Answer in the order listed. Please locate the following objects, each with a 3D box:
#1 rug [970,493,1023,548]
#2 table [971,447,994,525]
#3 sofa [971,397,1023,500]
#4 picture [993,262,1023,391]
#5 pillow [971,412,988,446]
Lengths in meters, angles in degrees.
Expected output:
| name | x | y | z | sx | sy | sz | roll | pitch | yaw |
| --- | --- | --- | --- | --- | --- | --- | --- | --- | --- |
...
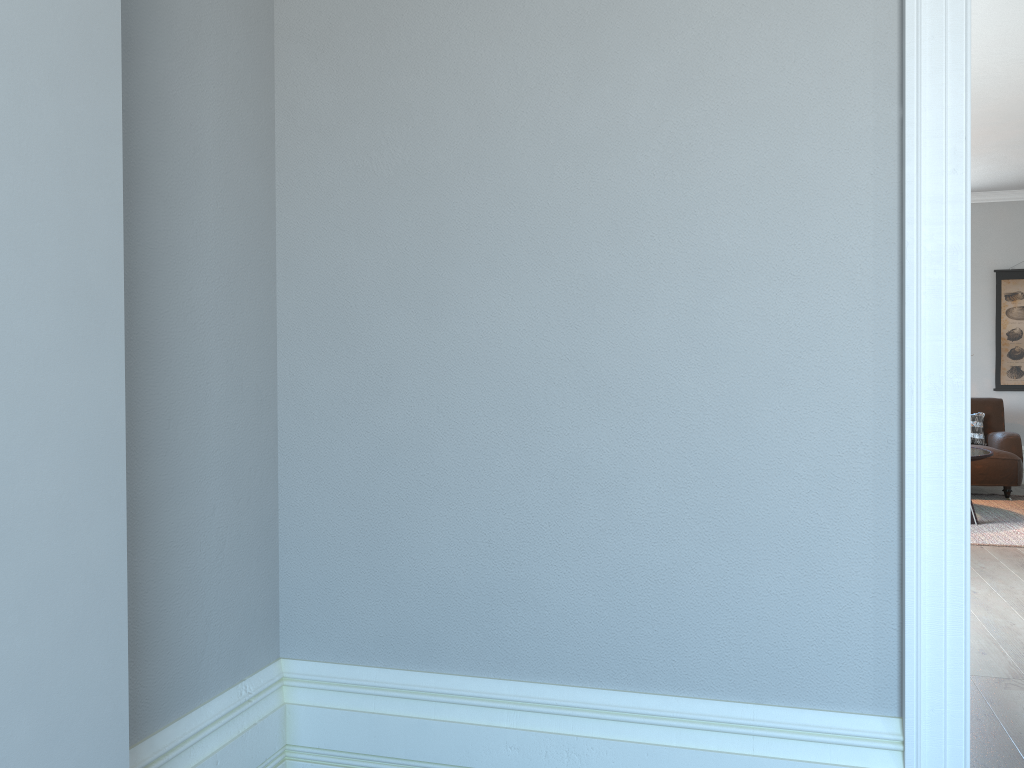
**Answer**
| name | x | y | z | sx | sy | sz | roll | pitch | yaw |
| --- | --- | --- | --- | --- | --- | --- | --- | --- | --- |
| rug | 2.927 | 0.933 | 6.711 | 2.818 | 0.090 | 2.400 | 0 | 1 | 17 |
| table | 2.888 | 0.739 | 6.681 | 1.300 | 0.503 | 1.300 | 0 | 1 | 9 |
| sofa | 3.234 | 0.541 | 7.859 | 2.165 | 0.824 | 0.969 | 0 | 1 | 16 |
| picture | 4.909 | -0.591 | 8.232 | 0.793 | 1.313 | 0.057 | 0 | 1 | 16 |
| pillow | 3.871 | 0.387 | 7.782 | 0.542 | 0.288 | 0.183 | 0 | 1 | 17 |
